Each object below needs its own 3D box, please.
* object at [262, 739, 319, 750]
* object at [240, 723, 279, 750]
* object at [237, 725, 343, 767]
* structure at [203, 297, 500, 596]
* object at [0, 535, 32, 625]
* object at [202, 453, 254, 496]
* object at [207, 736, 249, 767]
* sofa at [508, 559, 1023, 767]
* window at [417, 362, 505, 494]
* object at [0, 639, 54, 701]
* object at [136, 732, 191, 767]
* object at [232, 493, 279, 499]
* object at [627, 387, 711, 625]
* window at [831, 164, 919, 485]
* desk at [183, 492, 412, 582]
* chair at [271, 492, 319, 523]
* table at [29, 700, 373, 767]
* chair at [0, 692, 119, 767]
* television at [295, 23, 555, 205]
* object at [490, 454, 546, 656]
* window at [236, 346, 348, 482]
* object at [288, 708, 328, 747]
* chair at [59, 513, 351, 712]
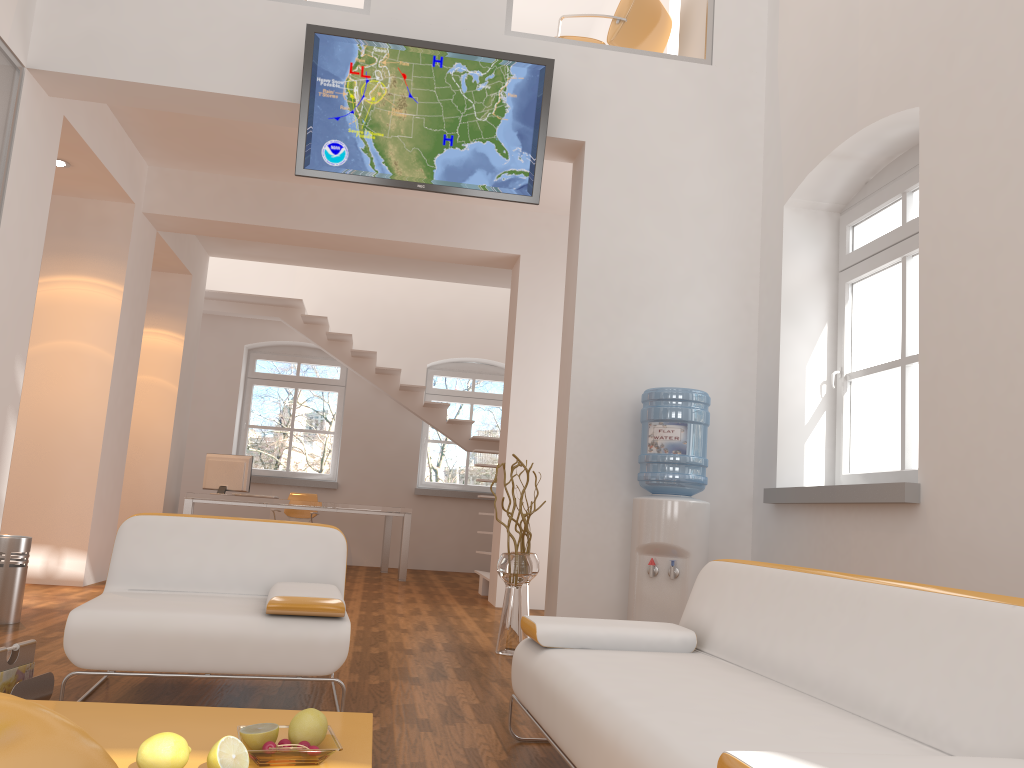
[{"bbox_3d":[-0.512,0.853,2.071,0.134,0.037,0.061,4,-8,-1],"label":"object"},{"bbox_3d":[-0.605,0.849,2.116,0.092,0.065,0.091,-4,-12,43],"label":"object"},{"bbox_3d":[-0.531,0.858,2.094,0.227,0.048,0.227,7,-9,-18],"label":"object"},{"bbox_3d":[-1.539,0.527,9.500,4.630,3.042,3.450,5,-8,-8],"label":"structure"},{"bbox_3d":[-2.746,1.043,4.756,0.248,0.450,0.248,-2,-10,35],"label":"object"},{"bbox_3d":[-2.959,0.929,9.109,0.516,0.418,0.245,1,-9,22],"label":"object"},{"bbox_3d":[-0.615,0.805,1.910,0.080,0.087,0.094,1,-9,19],"label":"object"},{"bbox_3d":[0.581,0.787,2.142,0.825,0.661,2.010,5,-8,-9],"label":"sofa"},{"bbox_3d":[-0.559,0.576,11.760,1.308,1.737,0.142,5,-8,-8],"label":"window"},{"bbox_3d":[-1.655,0.965,2.899,0.189,0.217,0.281,4,-8,1],"label":"object"},{"bbox_3d":[-0.743,0.791,1.891,0.105,0.091,0.103,6,-9,-14],"label":"object"},{"bbox_3d":[-2.755,1.202,9.532,0.467,0.031,0.200,4,-8,2],"label":"object"},{"bbox_3d":[0.856,0.780,4.798,0.436,1.490,0.436,8,-9,-22],"label":"object"},{"bbox_3d":[1.944,-0.273,4.391,0.142,1.627,1.302,5,-8,-8],"label":"window"},{"bbox_3d":[-2.298,1.606,9.368,2.239,0.750,1.092,7,-9,-18],"label":"desk"},{"bbox_3d":[-2.528,1.678,10.293,0.495,0.829,0.464,3,-8,7],"label":"chair"},{"bbox_3d":[-0.832,0.928,2.035,1.000,0.150,1.000,5,-8,-8],"label":"table"},{"bbox_3d":[-0.687,0.474,0.644,0.923,0.661,0.825,5,-8,-5],"label":"chair"},{"bbox_3d":[-0.487,-1.509,5.019,1.388,0.803,0.266,5,-8,-8],"label":"television"},{"bbox_3d":[0.043,0.973,5.199,0.284,1.112,0.655,2,-9,13],"label":"object"},{"bbox_3d":[-2.820,0.369,11.445,1.308,1.737,0.142,5,-8,-8],"label":"window"},{"bbox_3d":[-0.500,0.843,2.166,0.102,0.095,0.101,11,-11,-38],"label":"object"},{"bbox_3d":[-1.091,0.845,3.351,0.923,0.661,0.825,6,-9,-13],"label":"chair"}]
